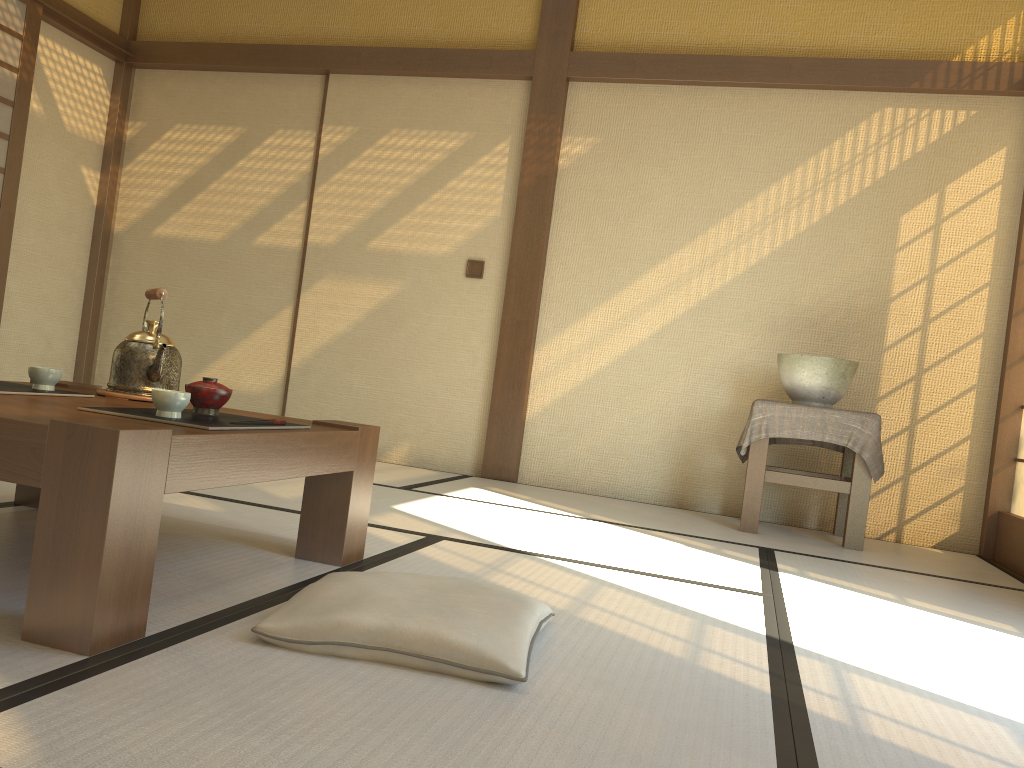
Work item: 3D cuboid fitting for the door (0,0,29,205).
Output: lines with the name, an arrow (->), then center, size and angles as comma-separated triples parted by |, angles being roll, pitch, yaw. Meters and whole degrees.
door -> -2.926, -0.989, 4.174 | 0.076, 2.265, 1.230 | 7, -1, 15

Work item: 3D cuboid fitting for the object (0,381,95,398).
object -> -1.212, 0.004, 2.009 | 0.300, 0.007, 0.400 | 7, -1, 15

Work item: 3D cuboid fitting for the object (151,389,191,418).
object -> -0.685, 0.040, 1.777 | 0.074, 0.052, 0.073 | 8, -1, -32

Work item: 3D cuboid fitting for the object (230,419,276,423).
object -> -0.557, 0.080, 1.910 | 0.008, 0.008, 0.200 | 7, 0, 11

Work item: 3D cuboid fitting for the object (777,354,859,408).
object -> 1.403, -0.006, 4.105 | 0.357, 0.230, 0.358 | 7, -1, -15

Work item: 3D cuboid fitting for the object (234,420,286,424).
object -> -0.540, 0.082, 1.904 | 0.008, 0.008, 0.200 | 7, -1, 16

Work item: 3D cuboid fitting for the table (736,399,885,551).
table -> 1.353, 0.399, 4.114 | 0.629, 0.595, 0.633 | 7, -1, 15

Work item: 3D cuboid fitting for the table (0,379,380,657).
table -> -0.974, 0.204, 1.969 | 1.000, 0.350, 1.000 | 7, -1, 15

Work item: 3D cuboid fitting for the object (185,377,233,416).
object -> -0.668, 0.026, 1.949 | 0.100, 0.080, 0.100 | 7, -1, 15

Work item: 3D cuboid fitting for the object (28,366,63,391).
object -> -1.116, -0.013, 2.117 | 0.074, 0.052, 0.073 | 8, -1, -32

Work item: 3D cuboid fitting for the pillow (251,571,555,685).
pillow -> -0.175, 0.445, 1.722 | 0.486, 0.107, 0.496 | 7, 0, 9

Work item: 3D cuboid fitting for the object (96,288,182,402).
object -> -0.955, -0.106, 2.335 | 0.226, 0.296, 0.219 | 7, 0, 10

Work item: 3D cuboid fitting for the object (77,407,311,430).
object -> -0.660, 0.074, 1.895 | 0.300, 0.007, 0.400 | 7, -1, 15
